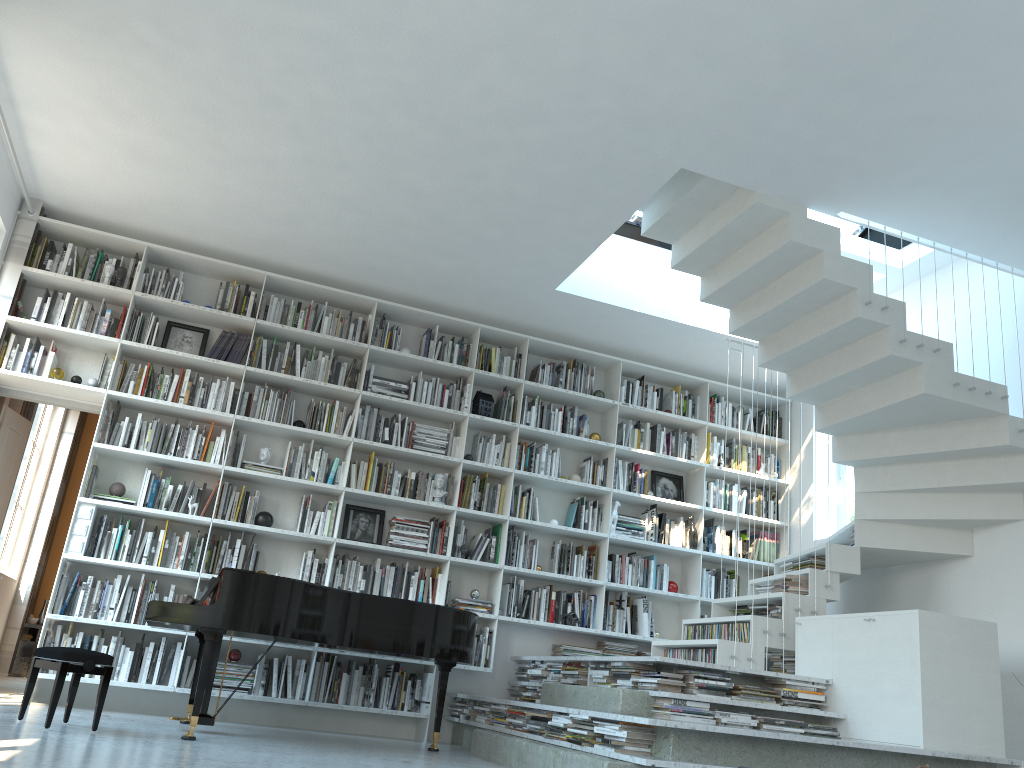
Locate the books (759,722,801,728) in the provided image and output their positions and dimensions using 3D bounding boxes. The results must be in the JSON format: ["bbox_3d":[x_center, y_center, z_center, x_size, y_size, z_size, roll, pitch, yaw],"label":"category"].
[{"bbox_3d":[1.415,1.851,4.827,0.273,0.009,0.129,12,-20,-14],"label":"books"}]

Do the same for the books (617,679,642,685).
[{"bbox_3d":[0.719,1.732,5.133,0.155,0.028,0.190,12,-20,-16],"label":"books"}]

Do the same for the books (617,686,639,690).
[{"bbox_3d":[0.714,1.760,5.123,0.142,0.020,0.231,11,-20,-12],"label":"books"}]

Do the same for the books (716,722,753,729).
[{"bbox_3d":[1.149,1.815,4.726,0.208,0.015,0.153,13,-20,-19],"label":"books"}]

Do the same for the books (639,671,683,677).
[{"bbox_3d":[0.824,1.603,4.903,0.149,0.014,0.229,13,-20,-19],"label":"books"}]

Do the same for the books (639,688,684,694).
[{"bbox_3d":[0.820,1.690,4.876,0.144,0.009,0.250,13,-20,-17],"label":"books"}]

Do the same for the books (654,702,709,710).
[{"bbox_3d":[0.889,1.697,4.668,0.257,0.010,0.132,11,-20,-13],"label":"books"}]

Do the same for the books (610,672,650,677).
[{"bbox_3d":[0.711,1.686,5.143,0.187,0.009,0.251,13,-20,-17],"label":"books"}]

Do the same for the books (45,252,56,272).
[{"bbox_3d":[-3.239,-0.806,6.229,0.028,0.186,0.182,13,-20,-17],"label":"books"}]

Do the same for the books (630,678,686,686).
[{"bbox_3d":[0.804,1.642,4.883,0.185,0.014,0.298,13,-20,-18],"label":"books"}]

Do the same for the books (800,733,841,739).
[{"bbox_3d":[1.664,1.935,4.882,0.262,0.006,0.152,14,-21,-21],"label":"books"}]

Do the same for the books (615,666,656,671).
[{"bbox_3d":[0.717,1.655,5.155,0.170,0.008,0.209,12,-20,-14],"label":"books"}]

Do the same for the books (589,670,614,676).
[{"bbox_3d":[0.607,1.775,5.418,0.174,0.029,0.251,13,-20,-19],"label":"books"}]

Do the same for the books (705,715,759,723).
[{"bbox_3d":[1.154,1.784,4.733,0.273,0.012,0.159,13,-20,-19],"label":"books"}]

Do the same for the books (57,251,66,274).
[{"bbox_3d":[-3.180,-0.807,6.270,0.024,0.226,0.158,13,-20,-17],"label":"books"}]

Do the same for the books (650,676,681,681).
[{"bbox_3d":[0.850,1.629,4.905,0.091,0.011,0.190,13,-20,-19],"label":"books"}]

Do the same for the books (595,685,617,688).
[{"bbox_3d":[0.613,1.848,5.399,0.132,0.016,0.263,11,-20,-12],"label":"books"}]

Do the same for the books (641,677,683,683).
[{"bbox_3d":[0.828,1.636,4.895,0.137,0.012,0.243,12,-20,-16],"label":"books"}]

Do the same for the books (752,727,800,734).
[{"bbox_3d":[1.412,1.880,4.814,0.250,0.009,0.144,13,-20,-18],"label":"books"}]

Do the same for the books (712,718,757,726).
[{"bbox_3d":[1.156,1.795,4.718,0.232,0.019,0.170,15,-21,-22],"label":"books"}]

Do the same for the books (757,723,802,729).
[{"bbox_3d":[1.420,1.852,4.809,0.254,0.005,0.161,14,-21,-21],"label":"books"}]

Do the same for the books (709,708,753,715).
[{"bbox_3d":[1.155,1.752,4.751,0.220,0.013,0.149,13,-20,-18],"label":"books"}]

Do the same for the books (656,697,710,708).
[{"bbox_3d":[0.896,1.676,4.661,0.234,0.025,0.158,15,-21,-22],"label":"books"}]

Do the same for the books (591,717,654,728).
[{"bbox_3d":[0.512,1.573,4.121,0.192,0.014,0.257,14,-21,-21],"label":"books"}]

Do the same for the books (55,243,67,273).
[{"bbox_3d":[-3.190,-0.838,6.266,0.010,0.280,0.161,13,-20,-17],"label":"books"}]

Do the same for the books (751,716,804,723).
[{"bbox_3d":[1.416,1.820,4.818,0.275,0.008,0.177,13,-20,-17],"label":"books"}]

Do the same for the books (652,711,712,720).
[{"bbox_3d":[0.888,1.736,4.645,0.264,0.006,0.165,12,-20,-16],"label":"books"}]

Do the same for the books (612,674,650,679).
[{"bbox_3d":[0.713,1.704,5.139,0.177,0.026,0.231,13,-20,-17],"label":"books"}]

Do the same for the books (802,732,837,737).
[{"bbox_3d":[1.663,1.929,4.889,0.179,0.010,0.160,13,-20,-17],"label":"books"}]

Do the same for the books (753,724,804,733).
[{"bbox_3d":[1.421,1.861,4.800,0.250,0.018,0.178,12,-20,-14],"label":"books"}]

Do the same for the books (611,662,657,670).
[{"bbox_3d":[0.706,1.638,5.156,0.189,0.022,0.238,11,-20,-12],"label":"books"}]

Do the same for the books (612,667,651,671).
[{"bbox_3d":[0.717,1.662,5.153,0.171,0.007,0.261,13,-20,-19],"label":"books"}]

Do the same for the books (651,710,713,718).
[{"bbox_3d":[0.889,1.729,4.647,0.285,0.008,0.160,13,-20,-19],"label":"books"}]

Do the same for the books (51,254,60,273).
[{"bbox_3d":[-3.220,-0.798,6.261,0.031,0.195,0.145,13,-20,-17],"label":"books"}]

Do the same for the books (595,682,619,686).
[{"bbox_3d":[0.623,1.836,5.406,0.136,0.013,0.259,13,-20,-17],"label":"books"}]

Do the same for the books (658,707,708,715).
[{"bbox_3d":[0.892,1.714,4.646,0.210,0.012,0.168,11,-20,-13],"label":"books"}]

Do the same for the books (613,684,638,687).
[{"bbox_3d":[0.712,1.747,5.126,0.154,0.007,0.293,12,-20,-14],"label":"books"}]

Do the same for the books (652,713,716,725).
[{"bbox_3d":[0.893,1.744,4.622,0.262,0.023,0.200,13,-20,-19],"label":"books"}]

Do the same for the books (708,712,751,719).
[{"bbox_3d":[1.152,1.773,4.748,0.211,0.018,0.135,12,-20,-14],"label":"books"}]

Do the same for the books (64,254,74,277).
[{"bbox_3d":[-3.124,-0.791,6.265,0.030,0.205,0.176,13,-20,-17],"label":"books"}]

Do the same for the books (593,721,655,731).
[{"bbox_3d":[0.518,1.586,4.119,0.176,0.010,0.267,14,-21,-21],"label":"books"}]

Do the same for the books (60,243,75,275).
[{"bbox_3d":[-3.150,-0.830,6.278,0.028,0.282,0.190,13,-20,-17],"label":"books"}]

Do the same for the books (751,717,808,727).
[{"bbox_3d":[1.425,1.831,4.807,0.288,0.018,0.190,13,-20,-18],"label":"books"}]

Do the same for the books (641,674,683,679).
[{"bbox_3d":[0.826,1.615,4.900,0.132,0.009,0.270,11,-20,-13],"label":"books"}]

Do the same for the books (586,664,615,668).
[{"bbox_3d":[0.599,1.736,5.426,0.192,0.014,0.257,14,-21,-21],"label":"books"}]

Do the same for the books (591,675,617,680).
[{"bbox_3d":[0.600,1.794,5.409,0.178,0.015,0.188,11,-20,-12],"label":"books"}]

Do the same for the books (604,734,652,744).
[{"bbox_3d":[0.537,1.644,4.109,0.137,0.019,0.225,12,-20,-16],"label":"books"}]

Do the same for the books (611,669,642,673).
[{"bbox_3d":[0.715,1.672,5.149,0.168,0.013,0.282,14,-20,-20],"label":"books"}]

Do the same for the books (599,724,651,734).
[{"bbox_3d":[0.523,1.599,4.117,0.165,0.015,0.243,11,-20,-13],"label":"books"}]

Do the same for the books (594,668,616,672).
[{"bbox_3d":[0.620,1.755,5.428,0.145,0.017,0.209,15,-21,-22],"label":"books"}]

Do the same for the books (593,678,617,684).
[{"bbox_3d":[0.609,1.815,5.407,0.167,0.024,0.193,12,-20,-16],"label":"books"}]

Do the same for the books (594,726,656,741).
[{"bbox_3d":[0.521,1.619,4.110,0.157,0.027,0.288,15,-21,-22],"label":"books"}]

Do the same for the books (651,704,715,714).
[{"bbox_3d":[0.892,1.704,4.653,0.292,0.012,0.160,12,-20,-14],"label":"books"}]

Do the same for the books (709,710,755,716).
[{"bbox_3d":[1.155,1.760,4.746,0.242,0.005,0.153,12,-20,-16],"label":"books"}]

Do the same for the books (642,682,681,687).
[{"bbox_3d":[0.822,1.656,4.886,0.134,0.006,0.227,11,-20,-13],"label":"books"}]

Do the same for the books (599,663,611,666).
[{"bbox_3d":[0.629,1.729,5.440,0.134,0.014,0.182,11,-20,-12],"label":"books"}]

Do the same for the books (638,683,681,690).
[{"bbox_3d":[0.814,1.664,4.881,0.153,0.015,0.208,14,-20,-20],"label":"books"}]

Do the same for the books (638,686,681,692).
[{"bbox_3d":[0.807,1.676,4.875,0.161,0.014,0.213,11,-20,-13],"label":"books"}]
